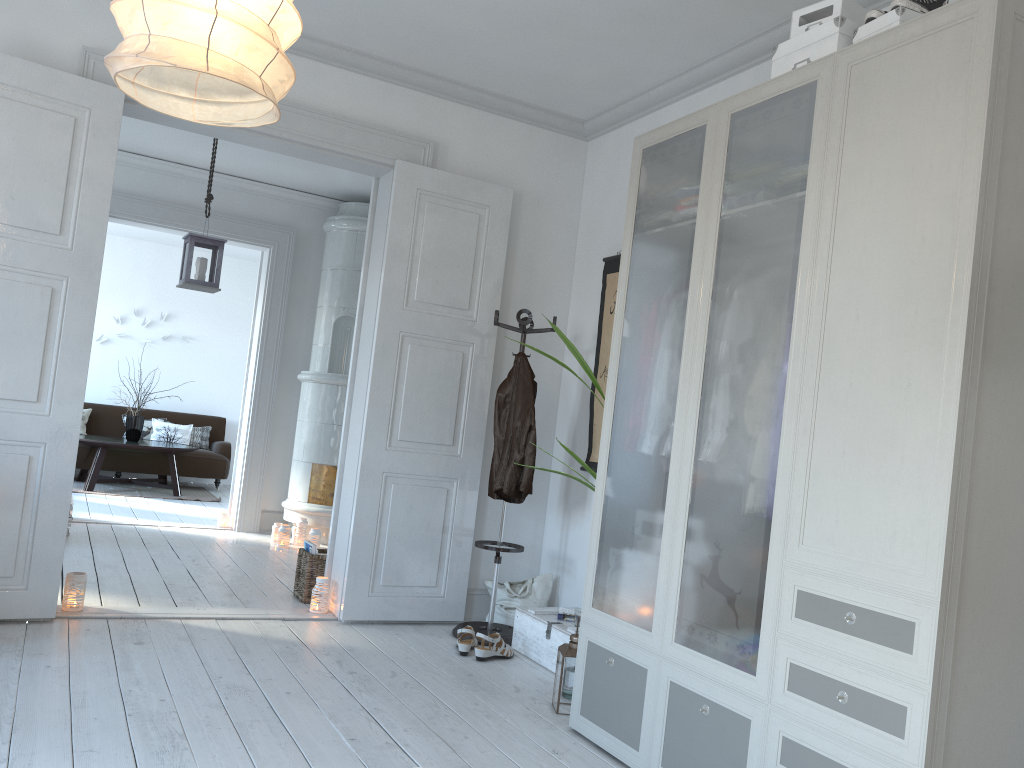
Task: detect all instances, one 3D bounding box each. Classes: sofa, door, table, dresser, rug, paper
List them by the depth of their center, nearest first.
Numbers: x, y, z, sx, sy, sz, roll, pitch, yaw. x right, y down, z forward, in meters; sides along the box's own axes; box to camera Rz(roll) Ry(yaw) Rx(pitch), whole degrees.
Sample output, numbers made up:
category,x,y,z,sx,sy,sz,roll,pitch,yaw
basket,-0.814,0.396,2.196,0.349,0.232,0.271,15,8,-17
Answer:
category,x,y,z,sx,sy,sz,roll,pitch,yaw
dresser,0.918,0.200,2.737,0.631,2.161,1.432,8,-3,-27
paper,0.328,1.096,4.182,0.221,0.031,0.175,6,-3,5
door,-1.352,-0.129,4.325,2.601,2.503,0.577,8,-3,-27
door,-2.722,-0.136,7.011,2.601,2.503,0.577,8,-3,-27
table,-3.993,0.851,9.290,1.301,0.503,1.299,9,-4,-37
rug,-4.029,1.074,9.306,1.712,0.055,1.456,8,-4,-26
sofa,-4.326,0.679,10.002,2.167,0.824,0.968,8,-3,-27

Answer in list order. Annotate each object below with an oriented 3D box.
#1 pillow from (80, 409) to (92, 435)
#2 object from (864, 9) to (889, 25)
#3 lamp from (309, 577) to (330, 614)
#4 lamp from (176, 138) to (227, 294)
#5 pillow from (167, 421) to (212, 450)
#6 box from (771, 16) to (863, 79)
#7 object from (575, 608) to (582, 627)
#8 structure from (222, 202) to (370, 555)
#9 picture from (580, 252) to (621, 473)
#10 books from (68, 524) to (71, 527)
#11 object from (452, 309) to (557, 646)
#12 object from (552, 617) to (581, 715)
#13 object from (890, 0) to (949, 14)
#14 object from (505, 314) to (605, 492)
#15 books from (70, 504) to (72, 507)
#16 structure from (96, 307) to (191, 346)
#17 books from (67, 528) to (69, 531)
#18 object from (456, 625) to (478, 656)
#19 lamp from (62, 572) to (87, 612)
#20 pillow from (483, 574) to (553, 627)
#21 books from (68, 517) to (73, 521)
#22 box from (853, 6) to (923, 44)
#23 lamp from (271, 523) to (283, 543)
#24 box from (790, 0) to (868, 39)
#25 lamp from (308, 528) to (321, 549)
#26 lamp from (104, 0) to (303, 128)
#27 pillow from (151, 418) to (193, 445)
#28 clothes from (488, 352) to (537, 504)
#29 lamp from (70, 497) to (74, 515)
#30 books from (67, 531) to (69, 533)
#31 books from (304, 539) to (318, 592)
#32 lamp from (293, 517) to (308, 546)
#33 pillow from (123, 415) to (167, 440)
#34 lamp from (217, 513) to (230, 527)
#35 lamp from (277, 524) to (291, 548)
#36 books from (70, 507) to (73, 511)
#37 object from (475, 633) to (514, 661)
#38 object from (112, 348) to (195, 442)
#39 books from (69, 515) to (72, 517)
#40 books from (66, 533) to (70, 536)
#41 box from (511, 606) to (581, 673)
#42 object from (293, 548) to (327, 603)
category,x,y,z,sx,sy,sz,roll,pitch,yaw
pillow,-4.945,0.428,9.803,0.519,0.367,0.239,8,-3,-27
object,1.127,-1.083,2.625,0.213,0.110,0.080,9,-3,-33
lamp,-0.986,1.087,4.564,0.093,0.179,0.092,9,-3,-44
lamp,-1.852,-1.465,5.551,0.228,1.761,0.228,8,-2,-30
pillow,-3.797,0.608,10.388,0.542,0.287,0.183,8,-3,-26
box,1.018,-0.974,2.799,0.286,0.199,0.281,8,-3,-27
object,0.308,1.059,3.997,0.060,0.081,0.060,5,-3,28
structure,-1.422,-0.063,7.066,0.800,2.825,1.249,6,-2,18
picture,0.627,-0.192,4.353,0.057,1.312,0.793,8,-3,-27
books,-3.112,0.948,6.000,0.186,0.017,0.132,6,-3,10
object,-0.021,0.459,4.521,0.375,1.657,0.374,7,-2,-19
object,0.247,1.091,3.443,0.132,0.351,0.138,7,-2,-4
object,1.174,-1.082,2.532,0.213,0.110,0.080,8,-3,-21
object,0.409,0.514,3.669,1.043,1.553,0.289,6,-2,3
books,-3.095,0.809,6.005,0.186,0.017,0.132,4,-4,36
structure,-4.331,-0.647,10.492,1.026,0.478,0.085,8,-3,-27
books,-3.117,0.977,6.000,0.180,0.016,0.128,6,-3,18
object,-0.215,1.191,4.185,0.099,0.125,0.272,6,-3,6
lamp,-1.991,0.946,4.036,0.089,0.166,0.089,8,-3,-34
pillow,0.031,1.155,4.758,0.317,0.314,0.273,8,-3,-26
books,-3.102,0.906,6.001,0.193,0.022,0.128,6,-3,6
box,1.133,-0.953,2.569,0.227,0.158,0.182,8,-3,-22
lamp,-1.804,1.143,6.815,0.084,0.146,0.084,8,-3,-22
box,1.033,-1.123,2.832,0.225,0.107,0.180,9,-4,-37
lamp,-1.470,1.159,6.598,0.089,0.166,0.089,8,-3,-28
lamp,-0.522,-1.140,1.698,0.338,1.230,0.341,6,-2,4
pillow,-3.922,0.570,10.198,0.471,0.309,0.188,8,-3,-26
clothes,0.022,0.219,4.460,0.237,0.769,0.211,6,-2,6
lamp,-3.378,0.937,6.725,0.089,0.166,0.089,8,-3,-28
books,-3.120,0.993,6.002,0.176,0.016,0.128,6,-3,14
books,-1.055,1.033,4.938,0.201,0.300,0.179,8,-3,-27
lamp,-1.617,1.132,6.800,0.098,0.210,0.098,8,-3,-22
pillow,-4.216,0.542,10.132,0.473,0.347,0.158,8,-3,-29
lamp,-2.355,1.113,7.239,0.093,0.110,0.093,7,-3,-10
lamp,-1.699,1.134,6.609,0.089,0.166,0.089,8,-3,-25
books,-3.090,0.831,6.004,0.200,0.026,0.128,4,-4,35
object,-0.070,1.203,4.101,0.099,0.125,0.273,5,-3,36
object,-3.779,0.090,9.312,0.525,1.065,0.847,5,-3,34
books,-3.104,0.886,6.009,0.178,0.016,0.128,6,-3,16
books,-3.119,1.011,6.005,0.178,0.016,0.128,6,-3,11
box,0.303,1.199,4.116,0.376,0.218,0.641,8,-3,-27
object,-1.047,1.067,4.942,0.270,0.264,0.224,8,-3,-27
